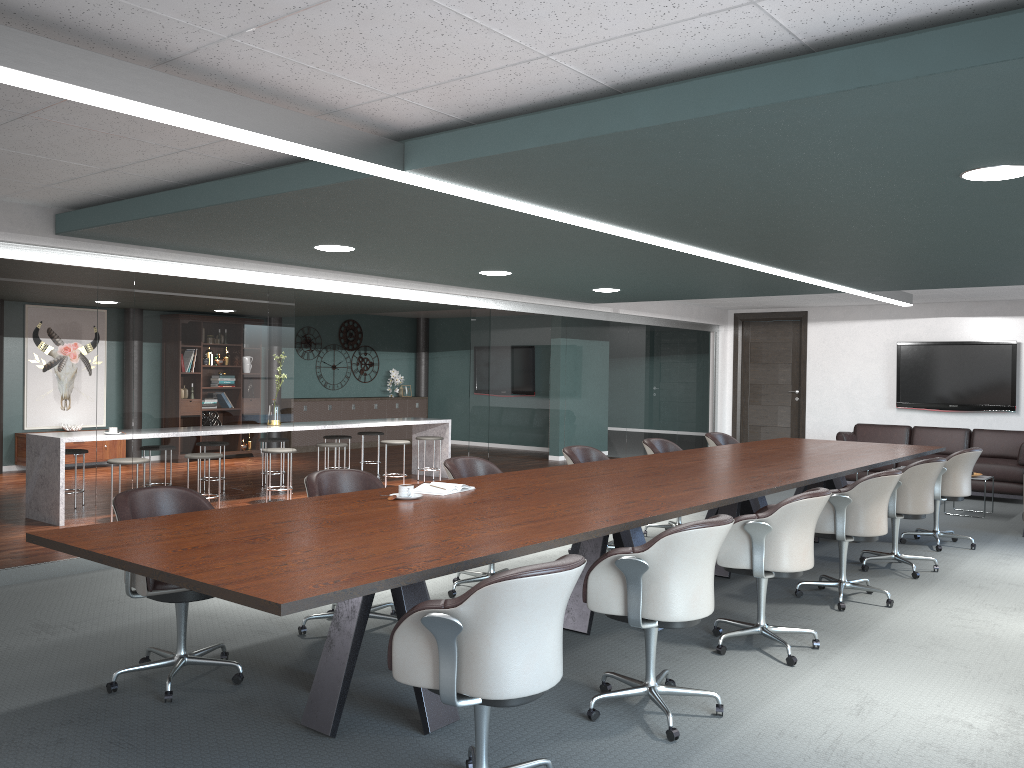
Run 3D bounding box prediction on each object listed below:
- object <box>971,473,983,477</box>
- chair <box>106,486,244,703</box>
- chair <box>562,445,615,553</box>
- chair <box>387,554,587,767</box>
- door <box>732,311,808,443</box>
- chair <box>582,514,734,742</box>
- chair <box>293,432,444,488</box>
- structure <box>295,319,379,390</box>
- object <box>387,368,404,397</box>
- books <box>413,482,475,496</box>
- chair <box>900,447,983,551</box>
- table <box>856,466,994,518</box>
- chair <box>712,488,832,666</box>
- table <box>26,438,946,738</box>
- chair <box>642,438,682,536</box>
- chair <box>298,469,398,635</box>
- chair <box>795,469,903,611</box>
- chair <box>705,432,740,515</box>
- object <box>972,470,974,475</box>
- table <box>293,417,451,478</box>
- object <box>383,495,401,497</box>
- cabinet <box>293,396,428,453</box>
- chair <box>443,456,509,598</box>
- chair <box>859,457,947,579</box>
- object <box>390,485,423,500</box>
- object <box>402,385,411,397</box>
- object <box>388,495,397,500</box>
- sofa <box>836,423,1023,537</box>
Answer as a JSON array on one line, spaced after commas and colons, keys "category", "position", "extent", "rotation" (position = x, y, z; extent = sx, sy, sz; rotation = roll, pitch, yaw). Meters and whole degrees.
[{"category": "object", "position": [4.277, 0.856, 8.361], "extent": [0.281, 0.028, 0.281], "rotation": [0, 1, -39]}, {"category": "chair", "position": [-1.365, 0.820, 3.613], "extent": [0.518, 0.761, 0.535], "rotation": [2, 1, 44]}, {"category": "chair", "position": [0.598, 0.818, 6.092], "extent": [0.518, 0.761, 0.535], "rotation": [2, 1, 44]}, {"category": "chair", "position": [-0.052, 0.853, 2.538], "extent": [0.518, 0.761, 0.535], "rotation": [2, 1, 44]}, {"category": "door", "position": [3.525, 0.090, 12.101], "extent": [1.038, 2.130, 0.139], "rotation": [1, 1, 38]}, {"category": "chair", "position": [0.561, 0.853, 3.326], "extent": [0.523, 0.761, 0.533], "rotation": [1, 1, 20]}, {"category": "chair", "position": [-2.419, 0.862, 9.052], "extent": [1.479, 0.512, 4.029], "rotation": [1, 1, 38]}, {"category": "structure", "position": [-2.835, -0.486, 14.567], "extent": [0.017, 1.178, 1.791], "rotation": [1, 1, 38]}, {"category": "object", "position": [-2.000, -0.021, 15.299], "extent": [0.221, 0.495, 0.600], "rotation": [1, 1, 12]}, {"category": "books", "position": [-0.323, 0.487, 4.181], "extent": [0.180, 0.032, 0.285], "rotation": [1, 1, 29]}, {"category": "chair", "position": [3.277, 0.851, 6.743], "extent": [0.518, 0.761, 0.535], "rotation": [2, 1, 44]}, {"category": "table", "position": [3.927, 1.037, 8.787], "extent": [1.477, 0.359, 0.926], "rotation": [1, 1, 38]}, {"category": "chair", "position": [1.206, 0.852, 4.143], "extent": [0.523, 0.761, 0.533], "rotation": [1, 1, 14]}, {"category": "table", "position": [0.982, 0.864, 5.175], "extent": [1.374, 0.706, 6.694], "rotation": [1, 1, 38]}, {"category": "chair", "position": [1.271, 0.818, 6.929], "extent": [0.523, 0.761, 0.533], "rotation": [1, 1, 20]}, {"category": "chair", "position": [-0.776, 0.819, 4.357], "extent": [0.535, 0.761, 0.518], "rotation": [0, 1, -31]}, {"category": "chair", "position": [1.927, 0.852, 5.038], "extent": [0.518, 0.761, 0.535], "rotation": [2, 1, 44]}, {"category": "chair", "position": [1.955, 0.817, 7.806], "extent": [0.518, 0.761, 0.535], "rotation": [2, 1, 44]}, {"category": "object", "position": [4.308, 0.813, 8.360], "extent": [0.082, 0.107, 0.082], "rotation": [1, 1, 24]}, {"category": "table", "position": [-2.390, 0.768, 8.990], "extent": [0.609, 0.699, 4.577], "rotation": [1, 1, 38]}, {"category": "object", "position": [-0.509, 0.494, 3.882], "extent": [0.155, 0.012, 0.034], "rotation": [1, 1, 16]}, {"category": "cabinet", "position": [-5.460, 0.637, 10.977], "extent": [0.402, 0.820, 12.287], "rotation": [1, 1, 38]}, {"category": "chair", "position": [-0.147, 0.819, 5.151], "extent": [0.518, 0.761, 0.535], "rotation": [2, 1, 44]}, {"category": "chair", "position": [2.583, 0.851, 5.878], "extent": [0.523, 0.761, 0.533], "rotation": [1, 1, 24]}, {"category": "object", "position": [-0.468, 0.476, 3.920], "extent": [0.146, 0.056, 0.146], "rotation": [1, 1, -27]}, {"category": "object", "position": [-1.831, 0.121, 15.394], "extent": [0.174, 0.207, 0.042], "rotation": [0, 1, -32]}, {"category": "object", "position": [-0.521, 0.493, 3.855], "extent": [0.044, 0.021, 0.041], "rotation": [1, 1, 31]}, {"category": "sofa", "position": [4.891, 0.868, 8.839], "extent": [1.976, 0.728, 4.057], "rotation": [1, 1, -9]}]
